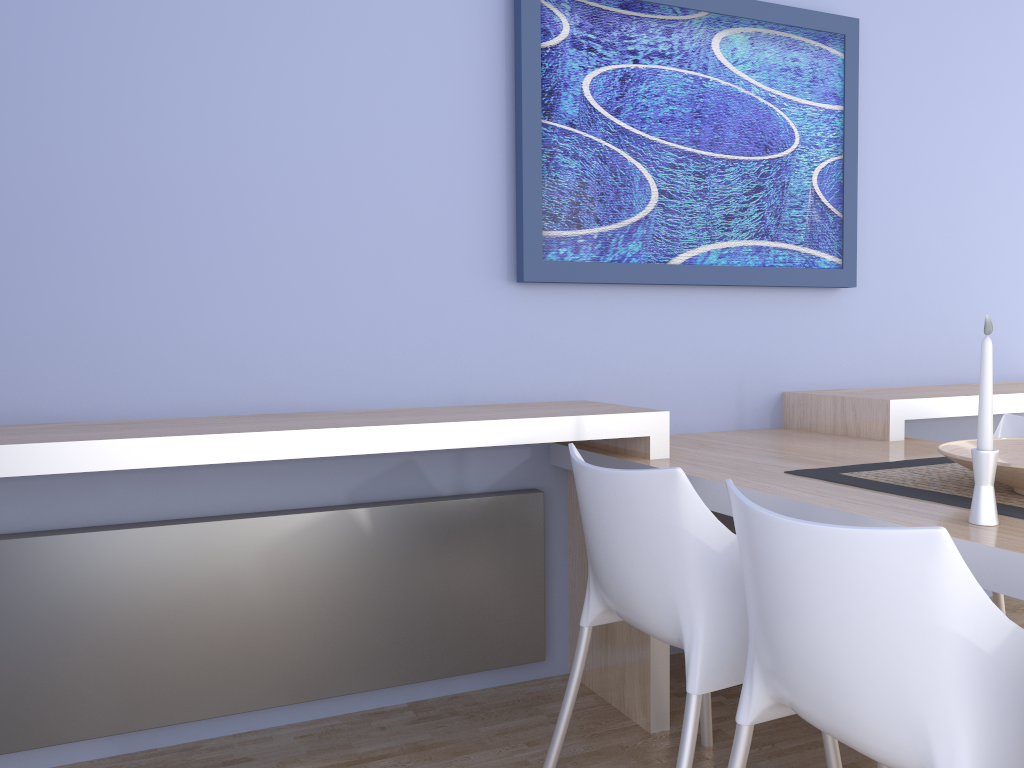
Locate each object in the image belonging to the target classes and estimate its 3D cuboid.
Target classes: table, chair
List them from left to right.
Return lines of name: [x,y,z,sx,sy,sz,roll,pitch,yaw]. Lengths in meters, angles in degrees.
chair: [0.378,0.535,1.918,0.486,0.793,0.510,-2,3,-24]
chair: [0.609,0.560,1.393,0.486,0.793,0.510,-2,3,-24]
table: [1.047,0.570,1.819,1.002,0.718,2.340,-2,3,-24]
chair: [1.414,0.498,2.410,0.486,0.793,0.510,-2,3,-24]

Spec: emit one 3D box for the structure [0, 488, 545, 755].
structure: [0.408,0.551,2.763,3.843,0.503,0.064,-2,3,-24]

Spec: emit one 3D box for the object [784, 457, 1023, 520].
object: [1.095,0.214,1.706,0.594,0.005,0.986,-2,3,-24]

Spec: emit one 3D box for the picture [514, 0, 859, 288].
picture: [0.592,-0.763,2.781,1.252,0.901,0.049,-2,3,-24]

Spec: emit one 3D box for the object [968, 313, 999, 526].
object: [0.781,0.057,1.463,0.045,0.349,0.045,0,3,18]

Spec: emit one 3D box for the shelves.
shelves: [0.419,0.476,2.566,3.901,0.840,0.463,-2,3,-24]

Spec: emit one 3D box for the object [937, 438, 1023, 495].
object: [1.090,0.172,1.704,0.493,0.081,0.493,-1,3,-5]
